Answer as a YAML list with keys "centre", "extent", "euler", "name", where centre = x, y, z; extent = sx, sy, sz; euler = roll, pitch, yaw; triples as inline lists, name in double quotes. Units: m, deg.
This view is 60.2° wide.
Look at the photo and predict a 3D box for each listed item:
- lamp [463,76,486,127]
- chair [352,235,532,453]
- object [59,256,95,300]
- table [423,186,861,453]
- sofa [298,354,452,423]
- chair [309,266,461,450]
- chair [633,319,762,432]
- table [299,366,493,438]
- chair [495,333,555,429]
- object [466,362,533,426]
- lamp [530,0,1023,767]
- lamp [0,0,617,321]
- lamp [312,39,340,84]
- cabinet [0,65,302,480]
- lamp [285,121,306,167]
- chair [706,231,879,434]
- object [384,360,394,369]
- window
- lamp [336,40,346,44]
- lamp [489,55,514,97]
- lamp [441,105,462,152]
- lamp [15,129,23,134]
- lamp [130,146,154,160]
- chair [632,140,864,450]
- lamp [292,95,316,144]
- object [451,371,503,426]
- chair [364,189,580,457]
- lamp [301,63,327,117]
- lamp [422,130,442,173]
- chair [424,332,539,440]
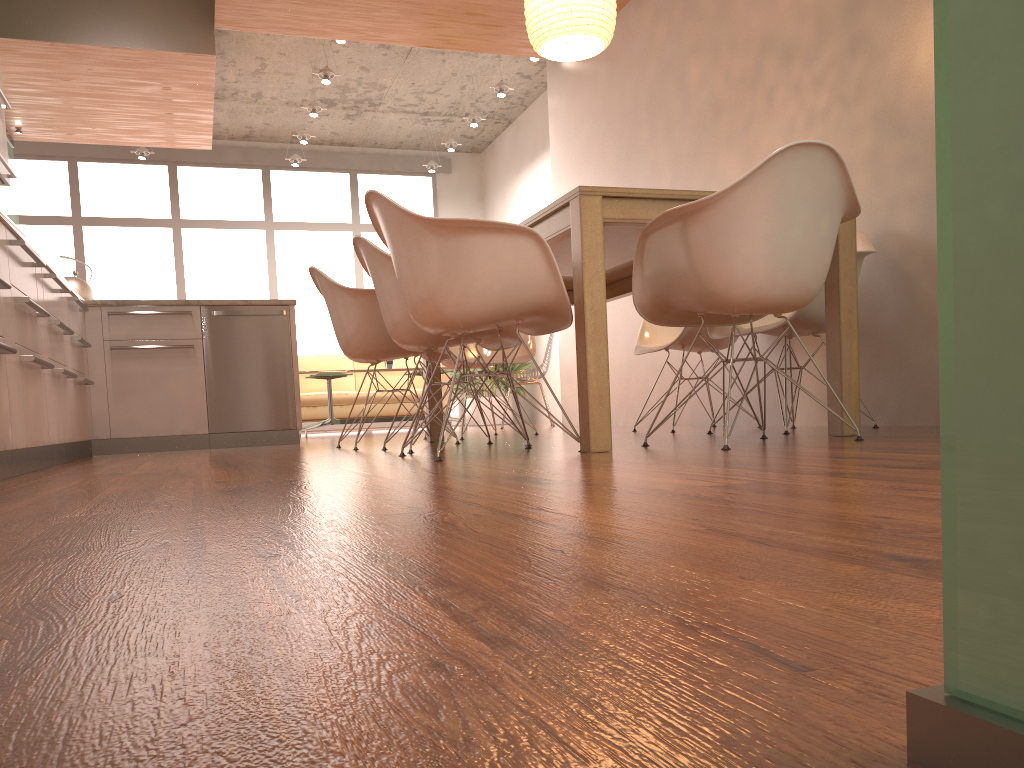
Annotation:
- centre: [-0.374, -2.743, 8.550]
  extent: [0.134, 0.485, 0.197]
  euler: [0, 4, 38]
  name: "lamp"
- centre: [-0.309, -0.163, 3.634]
  extent: [0.639, 0.865, 0.685]
  euler: [-3, 2, -24]
  name: "chair"
- centre: [-2.672, -0.617, 5.341]
  extent: [0.262, 0.307, 0.261]
  euler: [-3, 1, -3]
  name: "object"
- centre: [0.359, -0.164, 3.839]
  extent: [1.022, 0.813, 2.076]
  euler: [-3, -1, -19]
  name: "table"
- centre: [-1.615, 0.089, 9.317]
  extent: [1.794, 0.842, 0.879]
  euler: [-2, 1, -19]
  name: "sofa"
- centre: [-0.631, -0.128, 4.272]
  extent: [0.639, 0.865, 0.685]
  euler: [-3, 2, -24]
  name: "chair"
- centre: [0.994, -0.193, 4.645]
  extent: [0.640, 0.865, 0.684]
  euler: [-3, 2, -19]
  name: "chair"
- centre: [-1.191, 0.169, 8.114]
  extent: [1.863, 0.562, 0.941]
  euler: [-2, 0, -19]
  name: "table"
- centre: [0.136, -0.078, 7.649]
  extent: [0.561, 0.905, 0.541]
  euler: [-3, 2, 1]
  name: "chair"
- centre: [-0.257, -0.592, 9.816]
  extent: [0.965, 2.116, 1.076]
  euler: [-3, 3, -6]
  name: "object"
- centre: [0.225, -1.480, 3.068]
  extent: [0.445, 3.410, 8.203]
  euler: [-3, -1, -1]
  name: "lamp"
- centre: [-1.408, -1.189, 4.598]
  extent: [3.204, 1.354, 3.072]
  euler: [-2, -1, -19]
  name: "lamp"
- centre: [-1.542, -2.728, 7.281]
  extent: [0.134, 0.485, 0.197]
  euler: [0, 4, 38]
  name: "lamp"
- centre: [-1.802, -0.796, 3.849]
  extent: [1.906, 2.285, 4.250]
  euler: [-3, 0, -19]
  name: "cabinet"
- centre: [-2.363, -2.616, 9.603]
  extent: [0.134, 0.485, 0.197]
  euler: [0, 4, 38]
  name: "lamp"
- centre: [1.225, -0.231, 3.796]
  extent: [0.639, 0.865, 0.685]
  euler: [-4, 2, -29]
  name: "chair"
- centre: [-1.129, -0.413, 8.078]
  extent: [0.296, 0.593, 0.371]
  euler: [-4, 2, -25]
  name: "object"
- centre: [-4.715, -1.001, 9.691]
  extent: [8.527, 3.299, 0.062]
  euler: [-2, 3, -19]
  name: "window"
- centre: [-1.268, -2.765, 6.507]
  extent: [0.134, 0.485, 0.197]
  euler: [0, 4, 38]
  name: "lamp"
- centre: [-0.100, -2.781, 7.776]
  extent: [0.134, 0.485, 0.197]
  euler: [0, 4, 38]
  name: "lamp"
- centre: [-0.648, -2.706, 9.325]
  extent: [0.134, 0.485, 0.197]
  euler: [0, 4, 38]
  name: "lamp"
- centre: [-4.017, -2.272, 7.166]
  extent: [0.153, 0.473, 0.102]
  euler: [0, 5, 43]
  name: "lamp"
- centre: [-3.823, -2.562, 9.101]
  extent: [0.134, 0.485, 0.197]
  euler: [0, 4, 38]
  name: "lamp"
- centre: [0.757, -0.240, 2.808]
  extent: [0.680, 0.866, 0.644]
  euler: [-3, 2, -24]
  name: "chair"
- centre: [-2.089, -2.653, 8.829]
  extent: [0.134, 0.485, 0.197]
  euler: [0, 4, 38]
  name: "lamp"
- centre: [-0.497, -0.560, 10.450]
  extent: [1.080, 2.116, 0.962]
  euler: [-3, 3, -1]
  name: "object"
- centre: [-0.147, -0.198, 2.956]
  extent: [0.639, 0.853, 0.685]
  euler: [-3, 2, -24]
  name: "chair"
- centre: [-1.815, -2.690, 8.055]
  extent: [0.134, 0.485, 0.197]
  euler: [0, 4, 38]
  name: "lamp"
- centre: [-0.922, -2.669, 10.099]
  extent: [0.134, 0.485, 0.197]
  euler: [0, 4, 38]
  name: "lamp"
- centre: [-0.226, -0.118, 5.202]
  extent: [0.679, 0.866, 0.645]
  euler: [-4, 2, -34]
  name: "chair"
